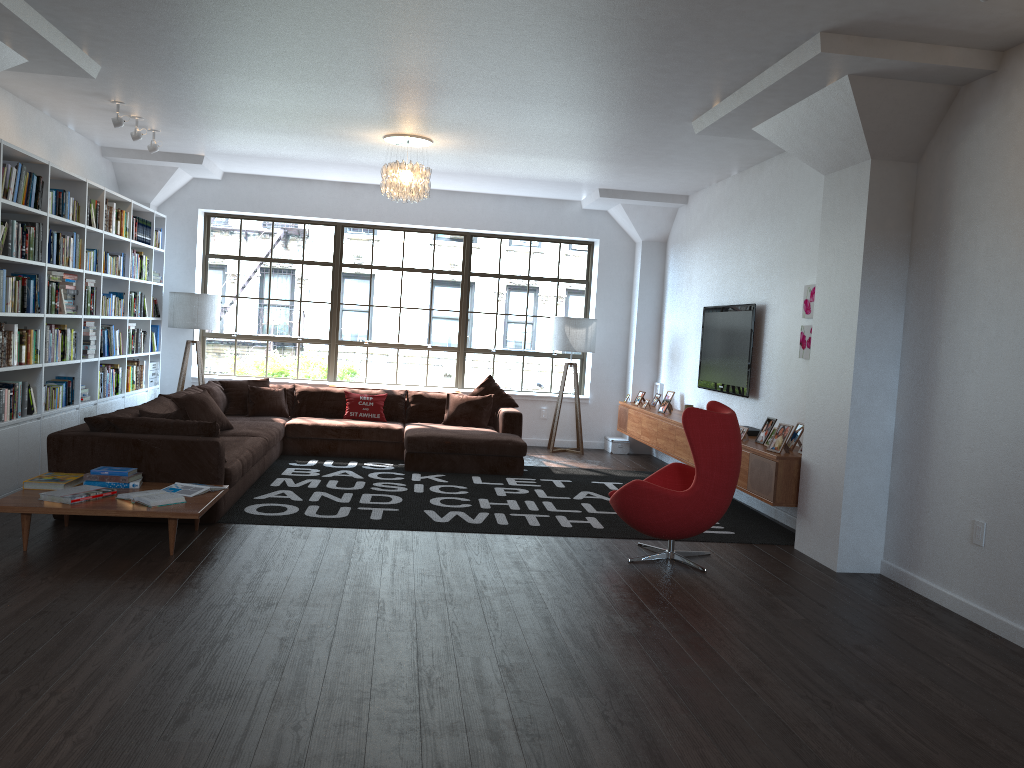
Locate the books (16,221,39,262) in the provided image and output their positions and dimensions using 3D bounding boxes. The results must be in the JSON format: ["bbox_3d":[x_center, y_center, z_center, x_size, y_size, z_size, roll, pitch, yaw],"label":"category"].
[{"bbox_3d":[-3.580,-1.043,6.497,0.198,0.284,0.049,3,3,-7],"label":"books"}]

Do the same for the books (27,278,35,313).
[{"bbox_3d":[-3.577,-0.646,6.452,0.182,0.253,0.034,3,3,-7],"label":"books"}]

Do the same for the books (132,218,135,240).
[{"bbox_3d":[-3.814,-1.531,8.749,0.161,0.223,0.032,3,3,-7],"label":"books"}]

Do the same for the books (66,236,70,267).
[{"bbox_3d":[-3.634,-1.062,7.087,0.170,0.245,0.057,3,3,-7],"label":"books"}]

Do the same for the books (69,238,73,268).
[{"bbox_3d":[-3.637,-1.062,7.139,0.174,0.239,0.045,3,3,-7],"label":"books"}]

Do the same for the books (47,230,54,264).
[{"bbox_3d":[-3.578,-1.041,6.720,0.182,0.253,0.034,3,3,-7],"label":"books"}]

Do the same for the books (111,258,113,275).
[{"bbox_3d":[-3.756,-1.091,8.204,0.106,0.162,0.032,3,3,-7],"label":"books"}]

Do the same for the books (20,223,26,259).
[{"bbox_3d":[-3.545,-1.013,6.274,0.183,0.253,0.042,3,3,-7],"label":"books"}]

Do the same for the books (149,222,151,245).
[{"bbox_3d":[-3.892,-1.584,9.319,0.183,0.253,0.042,3,3,-7],"label":"books"}]

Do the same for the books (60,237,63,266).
[{"bbox_3d":[-3.622,-1.046,6.961,0.167,0.230,0.037,3,3,-7],"label":"books"}]

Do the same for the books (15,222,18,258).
[{"bbox_3d":[-3.530,-1.004,6.163,0.160,0.251,0.039,3,3,-7],"label":"books"}]

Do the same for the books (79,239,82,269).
[{"bbox_3d":[-3.658,-1.081,7.348,0.159,0.250,0.026,3,3,-7],"label":"books"}]

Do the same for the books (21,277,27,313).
[{"bbox_3d":[-3.554,-0.636,6.314,0.182,0.253,0.034,3,3,-7],"label":"books"}]

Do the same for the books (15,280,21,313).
[{"bbox_3d":[-3.555,-0.621,6.244,0.167,0.230,0.037,3,3,-7],"label":"books"}]

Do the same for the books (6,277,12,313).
[{"bbox_3d":[-3.526,-0.614,6.068,0.174,0.239,0.045,3,3,-7],"label":"books"}]

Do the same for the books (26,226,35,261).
[{"bbox_3d":[-3.567,-1.023,6.459,0.160,0.251,0.031,3,3,-7],"label":"books"}]

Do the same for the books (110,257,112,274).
[{"bbox_3d":[-3.753,-1.092,8.179,0.107,0.167,0.017,3,3,-7],"label":"books"}]

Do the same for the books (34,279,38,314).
[{"bbox_3d":[-3.570,-0.647,6.487,0.182,0.253,0.034,3,3,-7],"label":"books"}]

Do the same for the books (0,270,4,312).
[{"bbox_3d":[-3.518,-0.628,5.929,0.197,0.283,0.065,3,3,-7],"label":"books"}]

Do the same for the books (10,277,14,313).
[{"bbox_3d":[-3.535,-0.620,6.118,0.170,0.245,0.057,3,3,-7],"label":"books"}]

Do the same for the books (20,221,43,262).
[{"bbox_3d":[-3.569,-1.049,6.550,0.176,0.291,0.053,3,3,-7],"label":"books"}]

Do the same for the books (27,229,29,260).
[{"bbox_3d":[-3.549,-1.002,6.343,0.161,0.223,0.033,3,3,-7],"label":"books"}]

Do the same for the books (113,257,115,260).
[{"bbox_3d":[-3.775,-1.102,8.284,0.109,0.171,0.018,3,3,-7],"label":"books"}]

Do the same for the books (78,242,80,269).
[{"bbox_3d":[-3.659,-1.066,7.322,0.161,0.223,0.026,3,3,-7],"label":"books"}]

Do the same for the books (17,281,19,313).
[{"bbox_3d":[-3.543,-0.615,6.213,0.161,0.223,0.026,3,3,-7],"label":"books"}]

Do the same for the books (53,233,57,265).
[{"bbox_3d":[-3.591,-1.039,6.793,0.174,0.239,0.045,3,3,-7],"label":"books"}]

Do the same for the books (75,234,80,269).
[{"bbox_3d":[-3.662,-1.093,7.272,0.197,0.283,0.065,3,3,-7],"label":"books"}]

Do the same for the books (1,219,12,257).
[{"bbox_3d":[-3.512,-0.997,6.038,0.183,0.253,0.042,3,3,-7],"label":"books"}]

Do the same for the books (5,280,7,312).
[{"bbox_3d":[-3.528,-0.604,6.032,0.161,0.223,0.027,3,3,-7],"label":"books"}]

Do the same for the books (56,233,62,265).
[{"bbox_3d":[-3.605,-1.052,6.892,0.182,0.253,0.034,3,3,-7],"label":"books"}]

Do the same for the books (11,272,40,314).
[{"bbox_3d":[-3.587,-0.670,6.547,0.176,0.294,0.102,3,3,-7],"label":"books"}]

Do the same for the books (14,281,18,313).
[{"bbox_3d":[-3.538,-0.613,6.187,0.161,0.223,0.027,3,3,-7],"label":"books"}]

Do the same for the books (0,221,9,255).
[{"bbox_3d":[-3.502,-0.982,5.949,0.174,0.236,0.142,3,3,-7],"label":"books"}]

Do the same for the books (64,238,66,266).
[{"bbox_3d":[-3.619,-1.046,7.022,0.161,0.223,0.027,3,3,-7],"label":"books"}]

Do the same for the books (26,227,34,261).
[{"bbox_3d":[-3.549,-1.013,6.387,0.174,0.240,0.054,3,3,-7],"label":"books"}]

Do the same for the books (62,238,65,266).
[{"bbox_3d":[-3.618,-1.044,6.995,0.161,0.223,0.026,3,3,-7],"label":"books"}]

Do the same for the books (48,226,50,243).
[{"bbox_3d":[-3.580,-1.056,6.656,0.176,0.294,0.102,3,3,-7],"label":"books"}]

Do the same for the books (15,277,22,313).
[{"bbox_3d":[-3.573,-0.635,6.277,0.182,0.253,0.034,3,3,-7],"label":"books"}]

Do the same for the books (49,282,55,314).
[{"bbox_3d":[-3.617,-0.663,6.820,0.174,0.240,0.054,3,3,-7],"label":"books"}]

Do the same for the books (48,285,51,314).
[{"bbox_3d":[-3.613,-0.652,6.777,0.161,0.223,0.032,3,3,-7],"label":"books"}]

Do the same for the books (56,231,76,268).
[{"bbox_3d":[-3.650,-1.092,7.212,0.176,0.290,0.053,3,3,-7],"label":"books"}]

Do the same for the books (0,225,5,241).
[{"bbox_3d":[-3.489,-0.963,5.894,0.161,0.207,0.135,3,3,-7],"label":"books"}]

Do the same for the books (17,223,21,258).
[{"bbox_3d":[-3.533,-1.004,6.202,0.171,0.246,0.039,3,3,-7],"label":"books"}]

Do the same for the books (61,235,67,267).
[{"bbox_3d":[-3.630,-1.061,7.046,0.159,0.250,0.026,3,3,-7],"label":"books"}]

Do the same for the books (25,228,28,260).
[{"bbox_3d":[-3.536,-0.999,6.313,0.161,0.223,0.032,3,3,-7],"label":"books"}]

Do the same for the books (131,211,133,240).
[{"bbox_3d":[-3.821,-1.558,8.675,0.198,0.284,0.049,3,3,-7],"label":"books"}]

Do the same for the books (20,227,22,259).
[{"bbox_3d":[-3.539,-0.995,6.238,0.161,0.223,0.033,3,3,-7],"label":"books"}]

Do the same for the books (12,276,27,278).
[{"bbox_3d":[-3.582,-0.644,6.358,0.180,0.259,0.060,3,3,-7],"label":"books"}]

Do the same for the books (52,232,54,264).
[{"bbox_3d":[-3.593,-1.044,6.753,0.182,0.253,0.034,3,3,-7],"label":"books"}]

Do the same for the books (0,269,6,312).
[{"bbox_3d":[-3.521,-0.634,5.990,0.176,0.290,0.053,3,3,-7],"label":"books"}]

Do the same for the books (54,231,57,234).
[{"bbox_3d":[-3.620,-1.053,6.842,0.180,0.259,0.060,3,3,-7],"label":"books"}]

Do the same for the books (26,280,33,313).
[{"bbox_3d":[-3.566,-0.636,6.414,0.174,0.239,0.045,3,3,-7],"label":"books"}]

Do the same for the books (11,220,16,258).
[{"bbox_3d":[-3.528,-1.006,6.122,0.180,0.259,0.042,3,3,-7],"label":"books"}]

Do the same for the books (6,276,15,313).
[{"bbox_3d":[-3.542,-0.625,6.159,0.159,0.250,0.026,3,3,-7],"label":"books"}]

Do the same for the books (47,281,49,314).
[{"bbox_3d":[-3.618,-0.664,6.745,0.160,0.251,0.031,3,3,-7],"label":"books"}]
